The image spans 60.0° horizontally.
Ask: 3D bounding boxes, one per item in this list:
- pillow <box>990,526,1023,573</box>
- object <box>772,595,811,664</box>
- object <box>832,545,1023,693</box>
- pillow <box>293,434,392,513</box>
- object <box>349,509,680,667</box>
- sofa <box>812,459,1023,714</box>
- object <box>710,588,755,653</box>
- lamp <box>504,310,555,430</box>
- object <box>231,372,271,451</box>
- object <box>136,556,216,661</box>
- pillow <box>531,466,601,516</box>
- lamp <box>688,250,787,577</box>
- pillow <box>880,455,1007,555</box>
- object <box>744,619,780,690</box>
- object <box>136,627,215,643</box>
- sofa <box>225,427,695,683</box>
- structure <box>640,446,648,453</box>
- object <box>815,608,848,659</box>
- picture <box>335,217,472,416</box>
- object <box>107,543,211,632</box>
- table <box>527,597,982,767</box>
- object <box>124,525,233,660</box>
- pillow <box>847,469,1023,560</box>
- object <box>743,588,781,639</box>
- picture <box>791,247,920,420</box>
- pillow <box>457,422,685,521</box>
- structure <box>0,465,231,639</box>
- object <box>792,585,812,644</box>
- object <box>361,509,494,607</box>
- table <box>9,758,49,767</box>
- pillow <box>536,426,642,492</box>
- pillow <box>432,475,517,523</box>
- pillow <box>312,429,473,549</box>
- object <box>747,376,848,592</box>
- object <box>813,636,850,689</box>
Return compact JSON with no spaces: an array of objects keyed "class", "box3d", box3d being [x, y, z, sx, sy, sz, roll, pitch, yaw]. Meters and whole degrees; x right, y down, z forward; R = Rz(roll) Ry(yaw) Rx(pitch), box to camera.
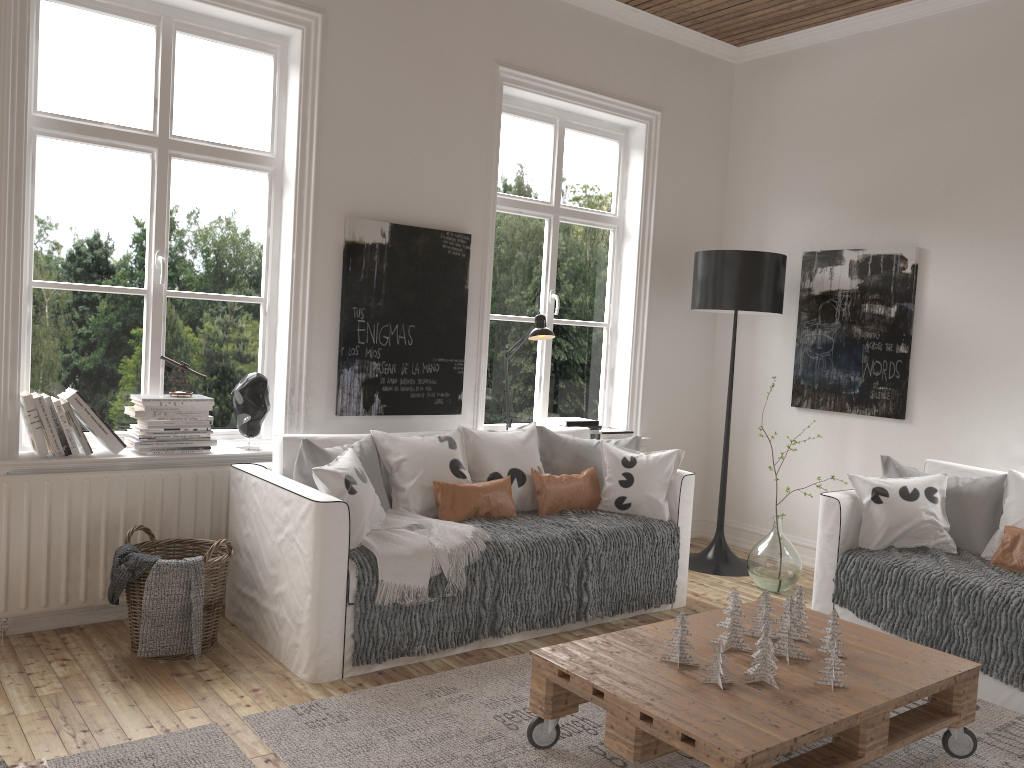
[{"class":"pillow","box3d":[2.055,0.667,3.374,0.127,0.179,0.420,1,4,-36]},{"class":"object","box3d":[0.850,0.742,2.721,0.113,0.195,0.107,1,4,-31]},{"class":"object","box3d":[2.102,0.903,3.228,0.656,0.390,1.704,1,4,-38]},{"class":"pillow","box3d":[-0.699,0.413,3.592,0.282,0.431,0.541,5,4,26]},{"class":"object","box3d":[-0.064,0.781,3.835,1.680,0.423,0.651,1,4,-37]},{"class":"sofa","box3d":[2.221,0.799,3.317,0.866,0.776,1.960,1,4,-38]},{"class":"object","box3d":[0.694,0.731,2.780,0.112,0.193,0.106,3,3,-10]},{"class":"lamp","box3d":[0.066,-0.040,4.689,0.196,0.703,0.439,1,4,-38]},{"class":"object","box3d":[-1.147,0.117,3.885,0.171,0.340,0.177,3,3,-2]},{"class":"object","box3d":[-1.247,0.782,3.274,0.290,0.356,0.349,3,3,-9]},{"class":"pillow","box3d":[0.263,0.503,4.134,0.414,0.235,0.117,1,4,-38]},{"class":"lamp","box3d":[1.222,0.153,4.998,0.499,1.754,0.499,1,4,-41]},{"class":"pillow","box3d":[1.866,0.549,3.858,0.541,0.431,0.282,5,4,26]},{"class":"object","box3d":[0.715,0.754,2.516,0.097,0.178,0.103,4,3,15]},{"class":"object","box3d":[-1.260,0.879,3.328,0.280,0.186,0.291,6,4,38]},{"class":"sofa","box3d":[-0.158,0.622,3.944,1.960,0.776,0.866,1,4,-38]},{"class":"structure","box3d":[0.288,0.771,4.967,1.223,0.829,0.095,1,4,-38]},{"class":"object","box3d":[1.003,0.772,2.771,0.075,0.147,0.075,3,3,-6]},{"class":"picture","box3d":[-0.511,-0.302,4.272,0.680,0.908,0.041,1,4,-38]},{"class":"object","box3d":[-1.303,0.763,3.265,0.303,0.332,0.367,6,5,43]},{"class":"table","box3d":[0.746,0.984,2.720,1.189,0.300,0.821,1,4,-38]},{"class":"object","box3d":[-1.254,0.767,3.317,0.393,0.432,0.393,2,3,-16]},{"class":"pillow","box3d":[1.917,0.564,3.656,1.020,0.414,0.417,6,4,34]},{"class":"object","box3d":[0.826,0.746,2.893,0.090,0.164,0.095,1,4,-31]},{"class":"picture","box3d":[1.889,-0.292,4.930,0.041,0.908,0.680,1,4,-38]},{"class":"pillow","box3d":[0.259,0.427,4.194,1.081,0.450,0.403,3,3,-14]},{"class":"structure","box3d":[-1.429,0.746,3.639,1.223,0.829,0.095,1,4,-38]},{"class":"object","box3d":[0.941,0.746,2.912,0.090,0.176,0.090,4,3,14]},{"class":"object","box3d":[-0.411,0.641,3.565,0.588,0.255,0.729,1,4,-34]},{"class":"table","box3d":[-1.216,0.956,1.189,1.189,0.300,0.821,1,4,-38]},{"class":"pillow","box3d":[0.360,0.433,4.368,0.546,0.437,0.292,3,3,-4]},{"class":"pillow","box3d":[-0.154,0.519,3.846,0.414,0.220,0.116,1,4,-37]},{"class":"pillow","box3d":[-0.497,0.422,3.644,0.417,0.414,1.020,6,4,34]},{"class":"object","box3d":[1.501,0.521,4.631,0.515,1.117,0.275,2,4,-21]},{"class":"object","box3d":[0.911,0.784,2.511,0.073,0.142,0.072,1,4,-30]}]
